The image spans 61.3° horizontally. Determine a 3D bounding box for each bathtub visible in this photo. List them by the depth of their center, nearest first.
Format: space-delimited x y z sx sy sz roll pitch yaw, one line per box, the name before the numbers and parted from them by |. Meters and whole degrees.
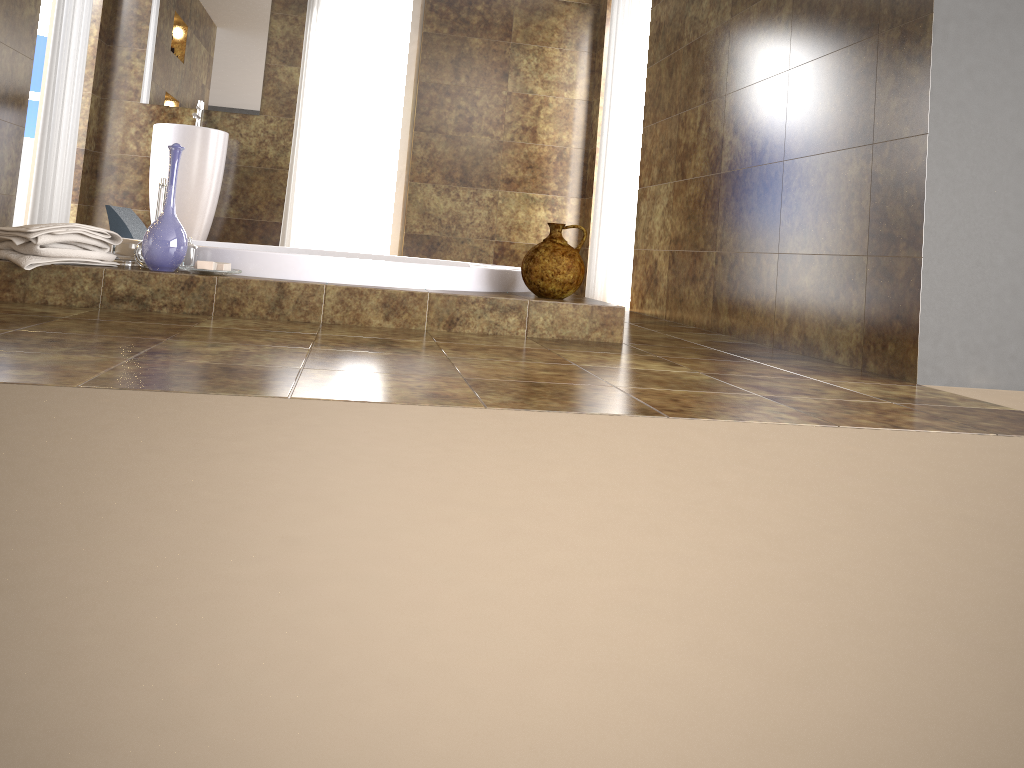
bathtub | -0.777 -0.426 3.746 1.762 0.522 1.750 8 8 20

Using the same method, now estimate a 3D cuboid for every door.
door | -3.311 -1.890 5.293 0.954 2.230 0.040 6 -5 -20
door | 1.209 -1.603 5.884 0.966 2.230 0.039 4 -5 24

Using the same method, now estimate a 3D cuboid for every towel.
towel | -1.462 -0.443 2.755 0.343 0.150 0.319 9 7 34

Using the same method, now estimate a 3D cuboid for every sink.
sink | -2.098 -1.300 5.552 0.458 1.138 0.434 5 -3 -8

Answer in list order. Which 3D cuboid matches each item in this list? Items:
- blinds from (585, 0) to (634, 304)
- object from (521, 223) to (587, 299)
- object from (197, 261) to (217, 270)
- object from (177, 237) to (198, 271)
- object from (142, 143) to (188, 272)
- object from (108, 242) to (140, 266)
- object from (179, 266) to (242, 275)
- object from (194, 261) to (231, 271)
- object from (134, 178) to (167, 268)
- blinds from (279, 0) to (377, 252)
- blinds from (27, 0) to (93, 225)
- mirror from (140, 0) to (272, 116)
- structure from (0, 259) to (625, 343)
blinds | 0.642 -1.658 5.600 0.069 2.280 0.481 6 -4 -11
object | 0.150 -0.446 3.119 0.228 0.275 0.232 4 1 -38
object | -0.964 -0.372 2.733 0.053 0.034 0.074 4 6 -10
object | -1.086 -0.436 2.898 0.058 0.115 0.057 3 -3 42
object | -1.101 -0.570 2.777 0.136 0.420 0.134 5 -3 -3
object | -1.347 -0.452 2.984 0.168 0.075 0.172 1 7 -29
object | -0.972 -0.363 2.791 0.189 0.018 0.192 1 9 -21
object | -0.970 -0.380 2.803 0.101 0.032 0.061 5 6 5
object | -1.184 -0.540 2.898 0.130 0.308 0.129 5 -3 -3
blinds | -1.238 -1.870 5.934 0.517 2.268 0.067 5 -5 -10
blinds | -2.530 -1.824 4.950 0.067 2.279 0.597 6 -4 -11
mirror | -2.051 -2.390 5.856 0.765 1.093 0.008 5 -4 -10
structure | -0.777 -0.418 3.747 1.998 0.124 2.026 3 9 -10
